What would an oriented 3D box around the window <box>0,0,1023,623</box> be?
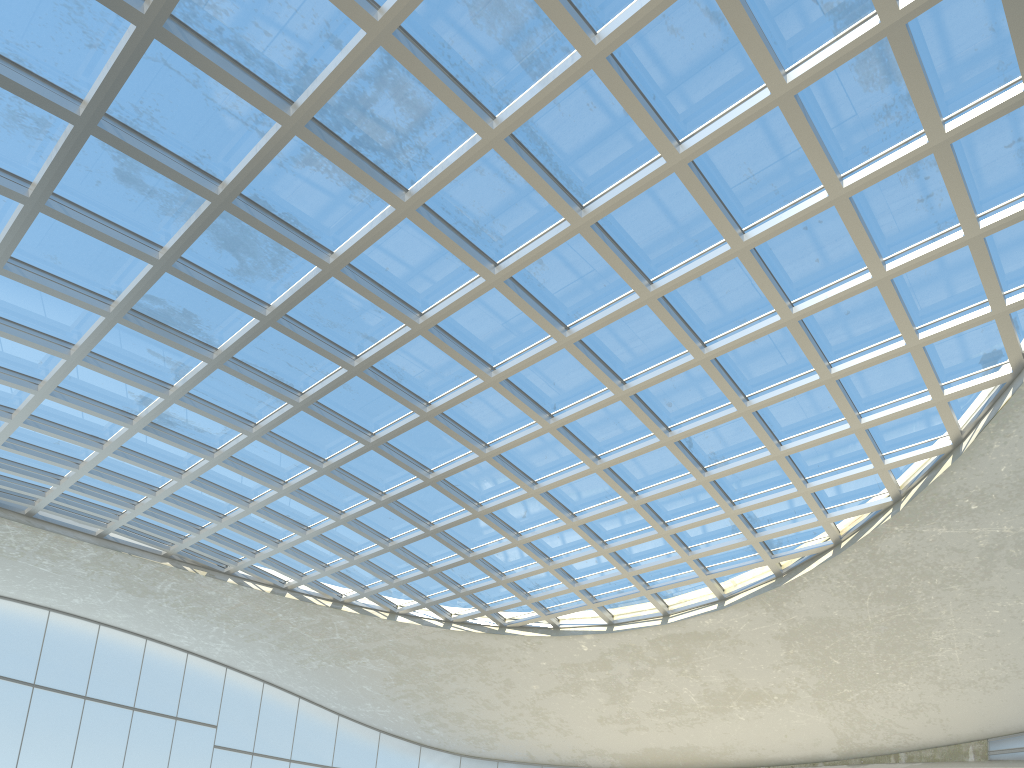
[{"bbox_3d":[-11.648,1.620,44.742,82.195,9.790,86.490,-23,-43,35],"label":"window"}]
